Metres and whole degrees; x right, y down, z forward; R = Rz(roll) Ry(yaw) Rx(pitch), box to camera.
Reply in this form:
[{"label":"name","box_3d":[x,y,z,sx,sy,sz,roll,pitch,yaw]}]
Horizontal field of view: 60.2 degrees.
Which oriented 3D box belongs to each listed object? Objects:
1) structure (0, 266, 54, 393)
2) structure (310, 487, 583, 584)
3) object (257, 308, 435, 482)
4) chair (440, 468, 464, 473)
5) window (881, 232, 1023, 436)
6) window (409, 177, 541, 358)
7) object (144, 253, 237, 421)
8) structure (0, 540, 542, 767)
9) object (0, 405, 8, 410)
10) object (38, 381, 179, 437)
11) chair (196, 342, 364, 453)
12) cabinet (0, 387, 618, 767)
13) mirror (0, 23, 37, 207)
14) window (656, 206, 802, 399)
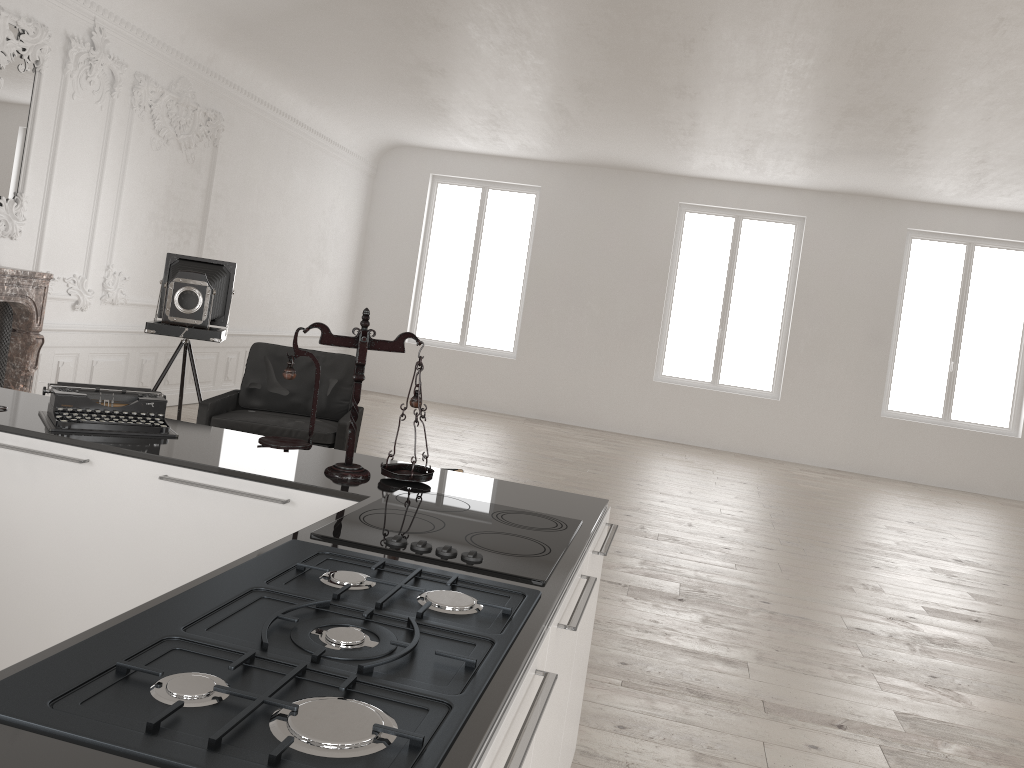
[{"label":"structure","box_3d":[-3.941,-0.218,5.909,0.661,1.246,1.544,8,2,11]},{"label":"structure","box_3d":[-0.117,0.335,2.111,0.507,0.021,0.628,9,4,11]},{"label":"object","box_3d":[-0.444,0.024,2.548,0.511,0.490,0.168,8,0,-16]},{"label":"chair","box_3d":[-0.643,0.662,3.665,0.627,0.770,0.786,7,2,-34]},{"label":"window","box_3d":[6.153,-0.712,12.127,1.729,2.580,0.070,9,0,12]},{"label":"window","box_3d":[-0.573,-1.799,13.521,1.729,2.580,0.070,9,0,12]},{"label":"object","box_3d":[-2.417,-0.185,6.529,0.709,1.522,0.657,8,0,-14]},{"label":"structure","box_3d":[-0.276,0.372,1.332,0.522,0.014,0.842,9,4,11]},{"label":"object","box_3d":[-1.682,-0.085,2.710,0.204,0.312,0.222,8,1,9]},{"label":"object","box_3d":[-1.267,0.073,2.771,0.381,0.110,0.319,6,4,-34]},{"label":"chair","box_3d":[-1.584,0.240,6.236,0.973,0.963,1.090,8,2,-4]},{"label":"cabinet","box_3d":[-1.272,0.644,1.810,2.712,0.881,2.461,9,4,11]},{"label":"mirror","box_3d":[-3.846,-1.888,6.091,0.009,1.571,1.434,8,2,11]},{"label":"window","box_3d":[3.119,-1.203,12.755,1.729,2.580,0.070,9,0,12]}]
